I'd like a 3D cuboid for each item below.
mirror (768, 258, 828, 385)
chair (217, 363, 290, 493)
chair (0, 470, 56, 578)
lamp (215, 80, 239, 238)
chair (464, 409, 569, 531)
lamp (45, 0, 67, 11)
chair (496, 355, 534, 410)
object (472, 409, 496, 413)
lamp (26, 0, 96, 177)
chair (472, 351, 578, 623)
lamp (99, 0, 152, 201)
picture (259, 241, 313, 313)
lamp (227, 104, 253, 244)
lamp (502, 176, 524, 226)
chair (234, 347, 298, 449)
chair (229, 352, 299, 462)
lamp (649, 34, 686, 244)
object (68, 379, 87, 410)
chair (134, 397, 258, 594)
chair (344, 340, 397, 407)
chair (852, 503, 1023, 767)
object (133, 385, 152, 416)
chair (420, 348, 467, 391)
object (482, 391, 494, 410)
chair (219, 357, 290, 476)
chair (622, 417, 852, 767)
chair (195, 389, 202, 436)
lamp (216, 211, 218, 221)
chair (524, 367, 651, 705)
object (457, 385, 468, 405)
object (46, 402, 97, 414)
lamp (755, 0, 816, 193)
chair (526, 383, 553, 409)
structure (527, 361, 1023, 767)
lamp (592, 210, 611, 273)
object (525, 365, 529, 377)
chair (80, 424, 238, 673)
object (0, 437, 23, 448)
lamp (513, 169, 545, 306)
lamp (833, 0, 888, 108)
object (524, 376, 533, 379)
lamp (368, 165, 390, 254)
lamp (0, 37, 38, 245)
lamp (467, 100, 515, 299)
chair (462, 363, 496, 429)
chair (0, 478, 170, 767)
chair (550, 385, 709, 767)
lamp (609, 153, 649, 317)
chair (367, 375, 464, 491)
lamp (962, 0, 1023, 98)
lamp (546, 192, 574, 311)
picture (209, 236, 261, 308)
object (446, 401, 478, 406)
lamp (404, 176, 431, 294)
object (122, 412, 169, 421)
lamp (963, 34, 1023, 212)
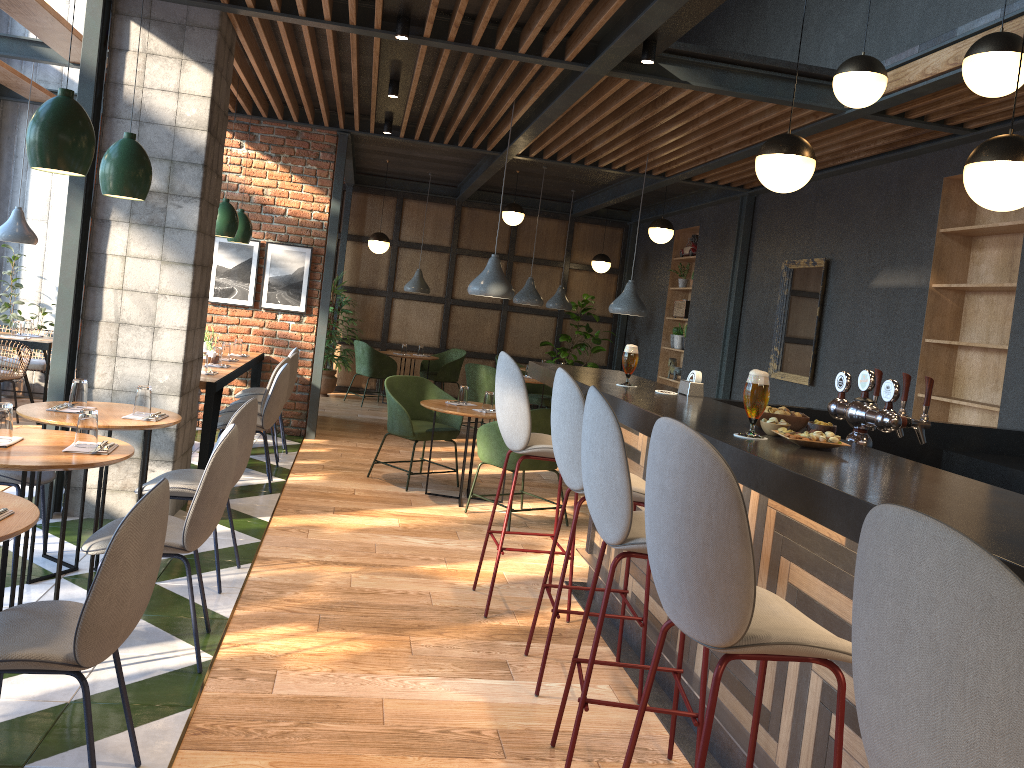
[{"bbox_3d":[2.541,-0.562,7.871,0.061,1.084,0.771,6,3,-10],"label":"mirror"},{"bbox_3d":[-1.856,0.272,6.197,0.507,0.886,0.419,6,3,-14],"label":"chair"},{"bbox_3d":[-2.390,0.387,4.090,0.507,0.886,0.419,6,3,-9],"label":"chair"},{"bbox_3d":[-2.157,-2.160,6.924,0.223,2.018,0.224,6,2,-7],"label":"lamp"},{"bbox_3d":[0.070,0.537,6.143,0.637,0.817,0.517,4,4,-40],"label":"chair"},{"bbox_3d":[-3.653,-4.993,7.325,0.268,3.787,0.268,7,2,11],"label":"lamp"},{"bbox_3d":[0.026,0.042,11.966,0.516,0.817,0.638,8,3,22],"label":"chair"},{"bbox_3d":[-0.174,0.192,6.466,0.242,0.019,0.158,3,6,-41],"label":"object"},{"bbox_3d":[-1.528,-1.770,3.177,0.223,2.018,0.224,6,2,-7],"label":"lamp"},{"bbox_3d":[0.114,0.479,4.356,0.507,1.241,0.419,6,2,-10],"label":"chair"},{"bbox_3d":[-1.675,-1.861,4.055,0.223,2.018,0.224,6,2,-7],"label":"lamp"},{"bbox_3d":[-2.130,-1.003,8.354,0.429,0.630,0.015,6,2,-10],"label":"picture"},{"bbox_3d":[-2.305,-2.251,7.802,0.223,2.018,0.224,6,2,-7],"label":"lamp"},{"bbox_3d":[0.221,-3.779,10.558,0.268,3.787,0.269,5,2,-31],"label":"lamp"},{"bbox_3d":[-2.194,0.092,7.855,0.507,0.886,0.419,6,3,-14],"label":"chair"},{"bbox_3d":[-2.065,0.152,7.324,0.507,0.886,0.419,7,3,-3],"label":"chair"},{"bbox_3d":[1.796,-3.376,9.378,0.268,3.787,0.269,5,3,-38],"label":"lamp"},{"bbox_3d":[-2.013,0.047,4.115,0.080,0.138,0.080,5,3,-32],"label":"object"},{"bbox_3d":[-1.512,0.480,4.210,0.507,0.886,0.419,7,3,-4],"label":"chair"},{"bbox_3d":[-1.801,-0.136,11.520,0.514,0.817,0.641,5,4,-35],"label":"chair"},{"bbox_3d":[0.699,0.808,1.277,0.507,1.241,0.419,6,2,-12],"label":"chair"},{"bbox_3d":[-1.729,0.077,4.152,0.080,0.138,0.080,4,4,-42],"label":"object"},{"bbox_3d":[-0.969,-0.089,12.126,0.514,0.817,0.641,5,4,-35],"label":"chair"},{"bbox_3d":[-0.172,0.124,6.489,0.080,0.138,0.080,5,3,-28],"label":"object"},{"bbox_3d":[-1.991,0.209,6.755,0.507,0.886,0.419,7,3,-4],"label":"chair"},{"bbox_3d":[0.502,0.711,2.017,0.507,1.241,0.419,6,2,-14],"label":"chair"},{"bbox_3d":[-2.941,0.023,7.632,0.507,0.886,0.419,7,3,-4],"label":"chair"},{"bbox_3d":[-1.990,-2.056,5.927,0.223,2.018,0.224,6,2,-7],"label":"lamp"},{"bbox_3d":[0.353,0.575,3.559,0.507,1.241,0.419,7,2,-4],"label":"chair"},{"bbox_3d":[-0.368,0.083,6.698,0.080,0.138,0.080,5,3,-28],"label":"object"},{"bbox_3d":[-2.044,0.109,4.127,0.157,0.019,0.243,6,5,-5],"label":"object"},{"bbox_3d":[1.466,-2.763,4.025,0.268,3.787,0.269,6,2,-8],"label":"lamp"},{"bbox_3d":[0.400,0.203,10.573,0.641,0.817,0.514,9,4,40],"label":"chair"},{"bbox_3d":[1.868,0.750,2.687,2.914,1.393,4.937,6,5,-10],"label":"structure"},{"bbox_3d":[1.441,-3.415,12.193,0.269,3.787,0.268,8,2,33],"label":"lamp"},{"bbox_3d":[0.192,-0.151,10.253,0.080,0.138,0.080,8,3,28],"label":"object"},{"bbox_3d":[-1.336,0.574,3.338,0.507,0.886,0.419,6,3,-14],"label":"chair"},{"bbox_3d":[-1.898,0.200,3.246,0.157,0.019,0.243,6,5,-13],"label":"object"},{"bbox_3d":[0.443,-3.129,10.029,0.354,4.482,0.352,8,2,25],"label":"lamp"},{"bbox_3d":[2.031,-3.331,4.586,0.268,3.787,0.269,7,2,-4],"label":"lamp"},{"bbox_3d":[0.215,-0.082,10.257,0.157,0.019,0.243,2,7,-45],"label":"object"},{"bbox_3d":[-1.450,-3.500,10.964,0.269,3.787,0.268,8,2,33],"label":"lamp"},{"bbox_3d":[-4.127,-3.474,7.748,0.354,4.482,0.352,8,2,25],"label":"lamp"},{"bbox_3d":[0.102,-2.872,6.507,0.354,4.482,0.352,8,2,25],"label":"lamp"},{"bbox_3d":[-0.248,0.194,9.772,0.640,0.817,0.514,9,4,35],"label":"chair"},{"bbox_3d":[-1.212,0.673,2.332,0.507,0.886,0.419,6,3,-9],"label":"chair"},{"bbox_3d":[0.414,0.648,2.776,0.507,1.241,0.419,7,2,1],"label":"chair"},{"bbox_3d":[1.311,-2.853,7.962,0.354,4.482,0.352,8,2,25],"label":"lamp"},{"bbox_3d":[-0.727,0.373,6.985,0.637,0.817,0.517,4,4,-45],"label":"chair"},{"bbox_3d":[2.276,-3.107,3.717,0.269,3.787,0.268,9,3,44],"label":"lamp"},{"bbox_3d":[0.879,-3.213,11.639,0.354,4.482,0.352,8,2,25],"label":"lamp"},{"bbox_3d":[-2.600,-1.051,8.272,0.429,0.630,0.015,6,2,-10],"label":"picture"},{"bbox_3d":[-0.375,0.146,6.732,0.242,0.019,0.158,3,6,-41],"label":"object"},{"bbox_3d":[-1.002,-3.437,11.675,0.354,4.482,0.352,8,2,25],"label":"lamp"},{"bbox_3d":[-1.712,0.147,4.136,0.157,0.019,0.243,6,5,-5],"label":"object"},{"bbox_3d":[1.954,-2.492,3.075,0.268,3.787,0.269,6,2,-19],"label":"lamp"}]
